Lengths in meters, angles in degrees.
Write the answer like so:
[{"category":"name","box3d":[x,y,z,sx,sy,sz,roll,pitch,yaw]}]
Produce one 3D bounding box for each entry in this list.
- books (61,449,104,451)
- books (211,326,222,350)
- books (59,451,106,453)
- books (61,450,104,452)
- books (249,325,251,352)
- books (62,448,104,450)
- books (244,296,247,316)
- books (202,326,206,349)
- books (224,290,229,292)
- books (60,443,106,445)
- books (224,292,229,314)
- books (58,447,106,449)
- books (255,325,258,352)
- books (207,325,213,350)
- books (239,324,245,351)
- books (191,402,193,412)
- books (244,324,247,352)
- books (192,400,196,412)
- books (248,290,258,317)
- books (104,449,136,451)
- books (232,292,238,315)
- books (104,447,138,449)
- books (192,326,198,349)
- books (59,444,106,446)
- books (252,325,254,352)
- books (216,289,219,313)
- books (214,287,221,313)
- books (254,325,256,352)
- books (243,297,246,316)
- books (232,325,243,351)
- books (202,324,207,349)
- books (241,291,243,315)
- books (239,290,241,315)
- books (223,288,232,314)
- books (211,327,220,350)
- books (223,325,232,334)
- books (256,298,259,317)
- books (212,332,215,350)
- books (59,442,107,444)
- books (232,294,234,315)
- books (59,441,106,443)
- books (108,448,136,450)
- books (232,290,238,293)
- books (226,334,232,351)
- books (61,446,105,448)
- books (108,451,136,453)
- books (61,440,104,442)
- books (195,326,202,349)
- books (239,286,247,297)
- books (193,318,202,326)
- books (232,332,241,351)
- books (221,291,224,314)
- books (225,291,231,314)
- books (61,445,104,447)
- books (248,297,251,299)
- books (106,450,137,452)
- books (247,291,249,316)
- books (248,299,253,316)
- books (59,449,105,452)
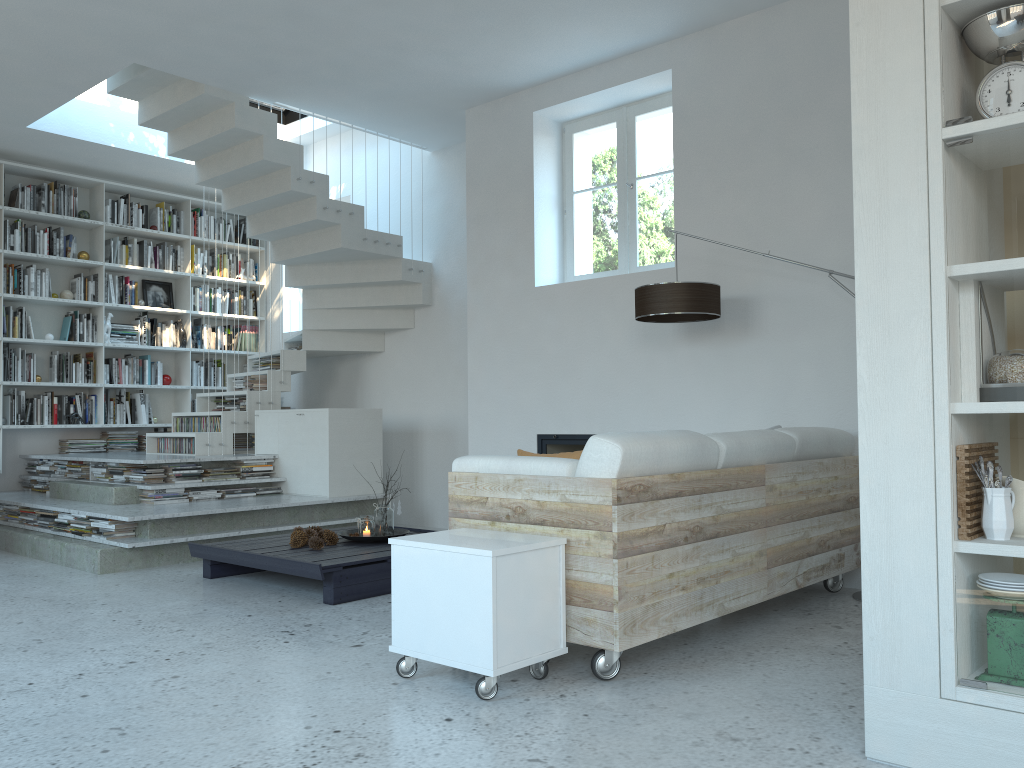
[{"category":"books","box3d":[-3.903,0.595,8.055,0.308,0.008,0.195,2,-3,-44]},{"category":"books","box3d":[-3.033,-0.460,9.081,0.171,0.259,0.029,-2,-2,42]},{"category":"books","box3d":[-3.902,0.617,8.054,0.346,0.007,0.193,2,-3,-44]},{"category":"books","box3d":[-3.902,0.610,8.054,0.195,0.008,0.308,-2,-3,38]},{"category":"books","box3d":[-2.797,-0.470,9.327,0.169,0.293,0.018,-2,-2,42]},{"category":"books","box3d":[-3.907,0.588,8.058,0.195,0.008,0.308,-3,-3,44]},{"category":"books","box3d":[-2.837,-0.802,9.309,0.177,0.220,0.025,-2,-2,42]},{"category":"books","box3d":[-3.141,-0.458,8.937,0.180,0.245,0.026,-2,-2,42]},{"category":"books","box3d":[-2.968,-0.832,9.195,0.130,0.273,0.010,-2,-2,42]},{"category":"books","box3d":[-3.904,0.543,8.063,0.193,0.007,0.346,-3,-3,44]},{"category":"books","box3d":[-2.979,-0.820,9.137,0.177,0.245,0.045,-2,-2,42]},{"category":"books","box3d":[-3.906,0.580,8.060,0.193,0.007,0.346,-3,-3,40]},{"category":"books","box3d":[-2.744,-0.468,9.377,0.169,0.293,0.018,-2,-2,42]},{"category":"books","box3d":[-3.098,-0.465,8.983,0.176,0.261,0.056,-2,-2,42]},{"category":"books","box3d":[-2.852,-0.471,9.271,0.169,0.294,0.033,-2,-2,42]},{"category":"books","box3d":[-3.201,0.283,8.731,0.165,0.214,0.031,-2,-2,42]},{"category":"books","box3d":[-2.826,-0.472,9.280,0.169,0.293,0.018,-2,-2,42]},{"category":"books","box3d":[-3.175,0.274,8.752,0.183,0.233,0.014,-2,-2,42]},{"category":"books","box3d":[-2.763,-0.835,9.387,0.186,0.292,0.042,-2,-2,42]},{"category":"books","box3d":[-3.680,0.619,8.305,0.254,0.007,0.161,2,-3,-44]},{"category":"books","box3d":[-2.912,-0.820,9.237,0.160,0.252,0.025,-2,-2,42]},{"category":"books","box3d":[-3.680,0.599,8.305,0.159,0.007,0.285,-2,-3,38]},{"category":"books","box3d":[-3.215,-0.455,8.895,0.144,0.236,0.066,-2,-2,42]},{"category":"books","box3d":[-3.902,0.550,8.061,0.193,0.007,0.346,-3,-3,39]},{"category":"books","box3d":[-2.772,-0.469,9.354,0.169,0.293,0.018,-2,-2,42]},{"category":"books","box3d":[-3.049,-0.831,9.060,0.172,0.262,0.022,-2,-2,42]},{"category":"books","box3d":[-3.036,-0.841,9.083,0.166,0.283,0.030,-2,-2,42]},{"category":"books","box3d":[-2.764,-0.468,9.371,0.169,0.293,0.018,-2,-2,42]},{"category":"books","box3d":[-2.847,-0.798,9.284,0.188,0.211,0.025,-2,-2,42]},{"category":"books","box3d":[-2.877,-0.470,9.243,0.169,0.291,0.072,-2,-2,42]},{"category":"books","box3d":[-3.134,-0.467,8.962,0.157,0.265,0.022,-2,-2,42]},{"category":"books","box3d":[-2.866,-0.827,9.266,0.173,0.268,0.028,-2,-2,42]},{"category":"books","box3d":[-2.882,-0.832,9.252,0.188,0.277,0.013,-2,-2,42]},{"category":"books","box3d":[-2.954,-0.841,9.205,0.132,0.291,0.024,-2,-2,42]},{"category":"books","box3d":[-3.042,-0.455,9.055,0.181,0.247,0.022,-2,-2,42]},{"category":"books","box3d":[-2.950,-0.466,9.176,0.170,0.277,0.026,-2,-2,42]},{"category":"books","box3d":[-2.743,-0.798,9.411,0.184,0.219,0.021,-2,-2,42]},{"category":"books","box3d":[-3.072,-0.428,9.012,0.169,0.189,0.023,-2,-2,42]},{"category":"books","box3d":[-3.898,0.535,8.057,0.193,0.007,0.346,-2,-3,37]},{"category":"books","box3d":[-2.937,-0.813,9.224,0.146,0.237,0.028,-2,-2,42]},{"category":"books","box3d":[-3.904,0.528,8.063,0.193,0.007,0.346,-3,-3,44]},{"category":"books","box3d":[-3.685,0.606,8.310,0.161,0.007,0.254,-3,-3,43]},{"category":"books","box3d":[-2.893,-0.835,9.245,0.151,0.283,0.012,-2,-2,42]},{"category":"books","box3d":[-2.946,-0.420,9.138,0.191,0.181,0.024,-2,-2,42]},{"category":"books","box3d":[-3.900,0.572,8.055,0.195,0.008,0.308,-2,-3,37]},{"category":"books","box3d":[-3.681,0.633,8.306,0.161,0.007,0.254,-3,-3,45]},{"category":"books","box3d":[-3.904,0.520,8.063,0.195,0.008,0.308,-3,-3,44]},{"category":"books","box3d":[-3.166,-0.458,8.910,0.170,0.243,0.022,-2,-2,42]},{"category":"books","box3d":[-2.837,-0.856,9.335,0.140,0.330,0.013,-2,-2,42]},{"category":"books","box3d":[-3.169,-0.496,8.936,0.141,0.322,0.012,-2,-2,42]},{"category":"books","box3d":[-2.903,-0.432,9.211,0.167,0.217,0.088,-2,-2,42]},{"category":"books","box3d":[-3.013,-0.824,9.129,0.161,0.254,0.012,-2,-2,42]},{"category":"books","box3d":[-2.962,-0.826,9.166,0.184,0.258,0.023,-2,-2,42]},{"category":"books","box3d":[-3.910,0.565,8.064,0.195,0.008,0.308,-3,-3,42]},{"category":"books","box3d":[-2.804,-0.804,9.385,0.131,0.230,0.024,-2,-2,42]},{"category":"books","box3d":[-3.687,0.627,8.311,0.159,0.007,0.285,-3,-3,42]},{"category":"books","box3d":[-2.822,-0.832,9.338,0.149,0.283,0.013,-2,-2,42]},{"category":"books","box3d":[-2.795,-0.788,9.342,0.192,0.195,0.029,-2,-2,42]},{"category":"books","box3d":[-3.900,0.602,8.052,0.346,0.007,0.193,2,-3,-43]}]
